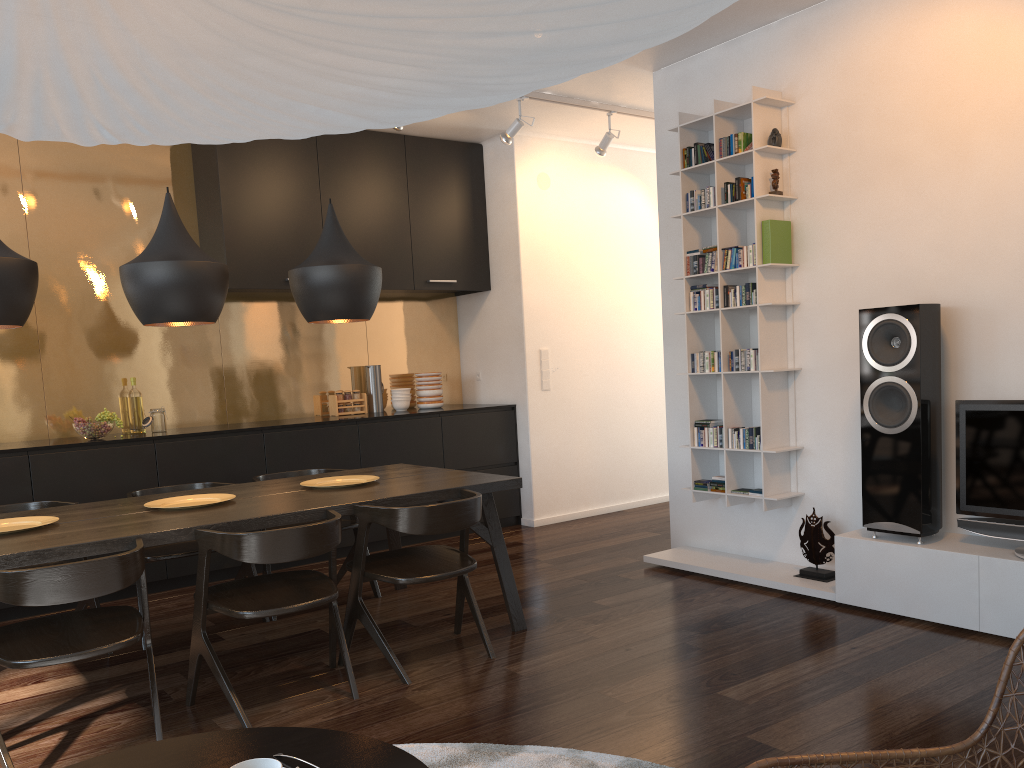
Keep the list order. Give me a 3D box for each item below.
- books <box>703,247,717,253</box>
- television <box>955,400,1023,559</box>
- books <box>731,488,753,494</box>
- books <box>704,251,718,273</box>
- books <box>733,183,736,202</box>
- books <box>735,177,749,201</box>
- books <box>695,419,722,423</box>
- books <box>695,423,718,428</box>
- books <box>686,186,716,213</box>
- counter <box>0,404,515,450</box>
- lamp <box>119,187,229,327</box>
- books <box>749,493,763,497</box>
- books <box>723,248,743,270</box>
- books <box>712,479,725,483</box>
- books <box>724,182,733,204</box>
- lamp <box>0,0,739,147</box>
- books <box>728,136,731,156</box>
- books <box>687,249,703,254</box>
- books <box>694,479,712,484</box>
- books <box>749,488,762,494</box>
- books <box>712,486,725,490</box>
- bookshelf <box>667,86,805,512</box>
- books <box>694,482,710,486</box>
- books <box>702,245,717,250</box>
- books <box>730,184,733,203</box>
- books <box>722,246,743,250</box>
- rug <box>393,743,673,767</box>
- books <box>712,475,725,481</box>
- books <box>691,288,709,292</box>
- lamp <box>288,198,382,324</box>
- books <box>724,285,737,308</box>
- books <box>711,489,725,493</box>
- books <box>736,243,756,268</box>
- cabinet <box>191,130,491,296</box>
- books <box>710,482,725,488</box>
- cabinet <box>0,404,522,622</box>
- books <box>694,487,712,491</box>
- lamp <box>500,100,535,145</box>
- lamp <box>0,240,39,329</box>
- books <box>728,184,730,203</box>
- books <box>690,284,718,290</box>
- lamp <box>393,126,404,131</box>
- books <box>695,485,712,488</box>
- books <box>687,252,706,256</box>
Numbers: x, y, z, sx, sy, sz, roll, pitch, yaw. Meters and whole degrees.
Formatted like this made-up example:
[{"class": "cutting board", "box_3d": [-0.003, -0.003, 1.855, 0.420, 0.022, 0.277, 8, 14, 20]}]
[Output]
[{"class": "books", "box_3d": [1.054, -0.694, 4.589, 0.068, 0.018, 0.107, -4, 2, -36]}, {"class": "television", "box_3d": [2.106, 0.359, 3.349, 0.345, 0.604, 0.786, -5, 3, -18]}, {"class": "books", "box_3d": [1.222, 0.562, 4.630, 0.093, 0.012, 0.111, -4, 2, -36]}, {"class": "books", "box_3d": [1.069, -0.633, 4.605, 0.095, 0.108, 0.114, -6, 4, -36]}, {"class": "books", "box_3d": [1.133, -0.956, 4.431, 0.069, 0.093, 0.020, -6, 6, -36]}, {"class": "books", "box_3d": [1.148, -0.968, 4.412, 0.074, 0.116, 0.029, -6, 6, -36]}, {"class": "books", "box_3d": [1.063, 0.202, 4.783, 0.093, 0.012, 0.111, -4, 2, -36]}, {"class": "books", "box_3d": [1.050, 0.221, 4.776, 0.068, 0.023, 0.107, -4, 2, -36]}, {"class": "books", "box_3d": [1.026, -0.964, 4.623, 0.108, 0.113, 0.221, -6, 3, -36]}, {"class": "counter", "box_3d": [-2.217, 0.299, 5.238, 5.042, 0.002, 0.731, -4, 2, -36]}, {"class": "lamp", "box_3d": [-1.353, -0.511, 3.537, 0.411, 0.544, 0.408, -1, 5, 30]}, {"class": "books", "box_3d": [1.273, 0.562, 4.524, 0.069, 0.014, 0.092, -4, 2, -36]}, {"class": "books", "box_3d": [1.135, -0.635, 4.510, 0.095, 0.108, 0.088, -6, 5, -36]}, {"class": "books", "box_3d": [1.122, 0.514, 4.699, 0.069, 0.014, 0.092, -4, 2, -36]}, {"class": "books", "box_3d": [1.103, -0.962, 4.469, 0.068, 0.108, 0.023, -6, 6, -36]}, {"class": "lamp", "box_3d": [-0.350, -0.370, 0.623, 1.469, 0.211, 1.464, -3, 1, 0]}, {"class": "books", "box_3d": [1.112, -1.187, 4.445, 0.068, 0.108, 0.012, -6, 6, -36]}, {"class": "books", "box_3d": [0.985, -0.701, 4.692, 0.069, 0.014, 0.093, -4, 2, -31]}, {"class": "books", "box_3d": [1.052, 0.529, 4.797, 0.068, 0.009, 0.107, -4, 2, -36]}, {"class": "books", "box_3d": [1.271, 0.549, 4.518, 0.069, 0.014, 0.093, -4, 2, -31]}, {"class": "books", "box_3d": [1.124, 0.551, 4.703, 0.069, 0.014, 0.092, -4, 2, -36]}, {"class": "bookshelf", "box_3d": [1.160, -0.399, 4.609, 0.226, 2.088, 0.638, -7, 6, -36]}, {"class": "books", "box_3d": [1.049, 0.540, 4.802, 0.069, 0.015, 0.092, -4, 2, -36]}, {"class": "books", "box_3d": [1.061, -0.709, 4.592, 0.093, 0.014, 0.111, -4, 2, -36]}, {"class": "books", "box_3d": [1.124, -0.955, 4.445, 0.069, 0.093, 0.014, -6, 6, -36]}, {"class": "books", "box_3d": [1.130, -0.691, 4.496, 0.068, 0.008, 0.107, -4, 2, -36]}, {"class": "rug", "box_3d": [-0.340, 1.165, 1.367, 2.838, 0.012, 2.823, -2, 1, 34]}, {"class": "books", "box_3d": [1.122, 0.500, 4.699, 0.069, 0.014, 0.092, -4, 2, -36]}, {"class": "books", "box_3d": [1.027, -0.501, 4.720, 0.093, 0.012, 0.111, -4, 2, -36]}, {"class": "lamp", "box_3d": [-0.791, -0.551, 3.946, 0.411, 0.544, 0.408, -2, 4, 11]}, {"class": "books", "box_3d": [1.125, -0.449, 4.556, 0.074, 0.116, 0.029, -6, 6, -36]}, {"class": "books", "box_3d": [1.122, 0.566, 4.712, 0.068, 0.016, 0.107, -4, 2, -36]}, {"class": "books", "box_3d": [1.207, -0.641, 4.427, 0.122, 0.113, 0.136, -6, 4, -36]}, {"class": "cabinet", "box_3d": [-1.104, -1.157, 6.090, 1.948, 1.057, 0.530, -5, 5, -36]}, {"class": "books", "box_3d": [1.117, 0.533, 4.706, 0.068, 0.023, 0.107, -4, 2, -36]}, {"class": "cabinet", "box_3d": [-2.192, 0.749, 5.281, 5.045, 0.905, 0.731, -4, 4, -36]}, {"class": "books", "box_3d": [1.051, 0.567, 4.803, 0.074, 0.015, 0.098, -4, 2, -36]}, {"class": "lamp", "box_3d": [0.038, -1.579, 5.336, 0.251, 0.241, 0.084, -1, 5, 30]}, {"class": "lamp", "box_3d": [-1.914, -0.471, 3.128, 0.411, 0.544, 0.408, -3, 4, -3]}, {"class": "books", "box_3d": [1.117, -0.955, 4.457, 0.069, 0.093, 0.014, -6, 6, -36]}, {"class": "books", "box_3d": [1.028, -0.517, 4.722, 0.095, 0.022, 0.111, -4, 2, -36]}, {"class": "lamp", "box_3d": [-0.566, -1.536, 4.894, 0.251, 0.241, 0.084, -2, 5, 25]}, {"class": "books", "box_3d": [1.051, 0.553, 4.802, 0.069, 0.014, 0.092, -4, 2, -36]}, {"class": "books", "box_3d": [0.986, -0.688, 4.698, 0.069, 0.014, 0.092, -4, 2, -36]}]
